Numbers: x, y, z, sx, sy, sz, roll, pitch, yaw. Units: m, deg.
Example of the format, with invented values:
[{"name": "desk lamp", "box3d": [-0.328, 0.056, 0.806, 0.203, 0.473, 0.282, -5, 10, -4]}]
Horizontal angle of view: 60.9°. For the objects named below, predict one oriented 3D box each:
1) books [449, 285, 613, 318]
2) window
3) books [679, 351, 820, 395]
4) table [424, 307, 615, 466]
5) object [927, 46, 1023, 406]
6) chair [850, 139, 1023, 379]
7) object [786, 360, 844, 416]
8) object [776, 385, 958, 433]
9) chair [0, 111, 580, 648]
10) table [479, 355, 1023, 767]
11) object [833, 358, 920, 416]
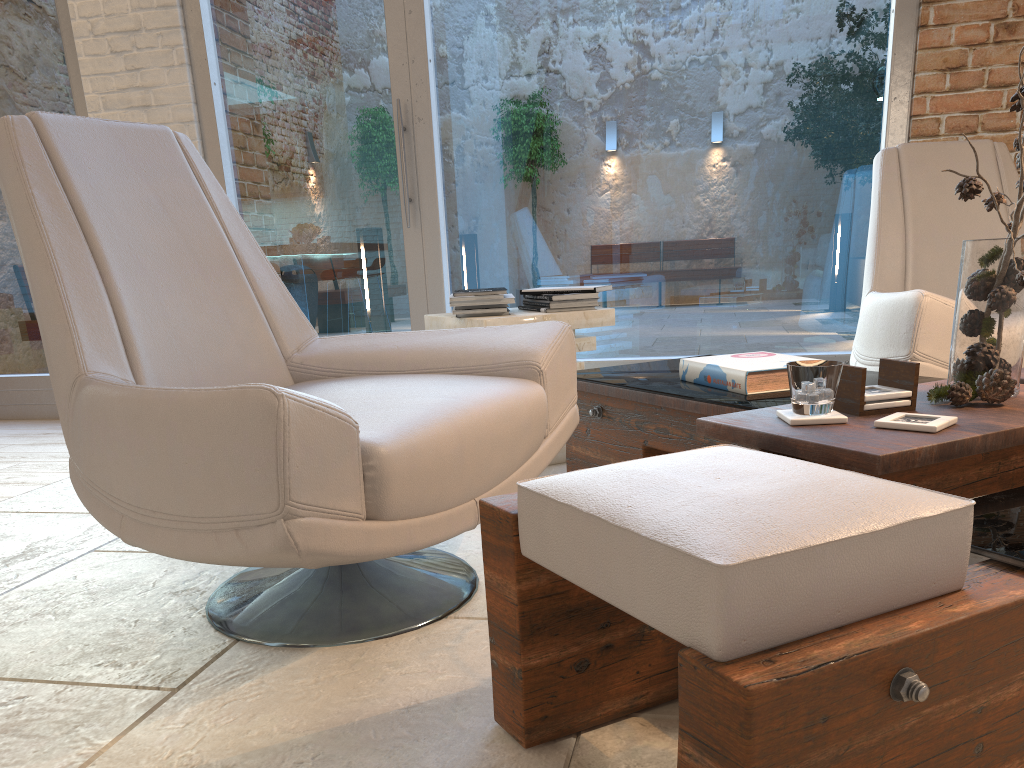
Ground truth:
[{"name": "books", "box3d": [0.070, -0.294, 3.014, 0.568, 0.083, 0.374, -3, 9, -3]}, {"name": "window", "box3d": [-2.110, -3.047, 3.745, 12.336, 6.714, 0.614, -1, 17, 13]}, {"name": "books", "box3d": [0.614, -0.031, 2.206, 0.253, 0.059, 0.315, -6, 9, -17]}, {"name": "table", "box3d": [0.028, -0.001, 3.117, 0.489, 0.526, 0.480, -10, 15, -26]}, {"name": "object", "box3d": [0.875, -0.263, 1.404, 0.315, 0.633, 0.521, -7, 14, -16]}, {"name": "chair", "box3d": [1.563, -0.301, 2.833, 1.027, 1.043, 0.940, -4, 13, -2]}, {"name": "object", "box3d": [0.508, 0.008, 1.468, 0.090, 0.088, 0.088, -9, 14, -27]}, {"name": "object", "box3d": [0.587, 0.045, 1.446, 0.247, 0.036, 0.262, -5, 9, -15]}, {"name": "chair", "box3d": [-0.492, -0.047, 1.811, 0.966, 1.061, 0.989, 4, 15, 29]}, {"name": "table", "box3d": [0.830, 0.161, 1.935, 2.181, 0.448, 1.913, -7, 9, -25]}, {"name": "object", "box3d": [0.635, 0.004, 1.538, 0.114, 0.086, 0.090, -6, 13, -14]}]
